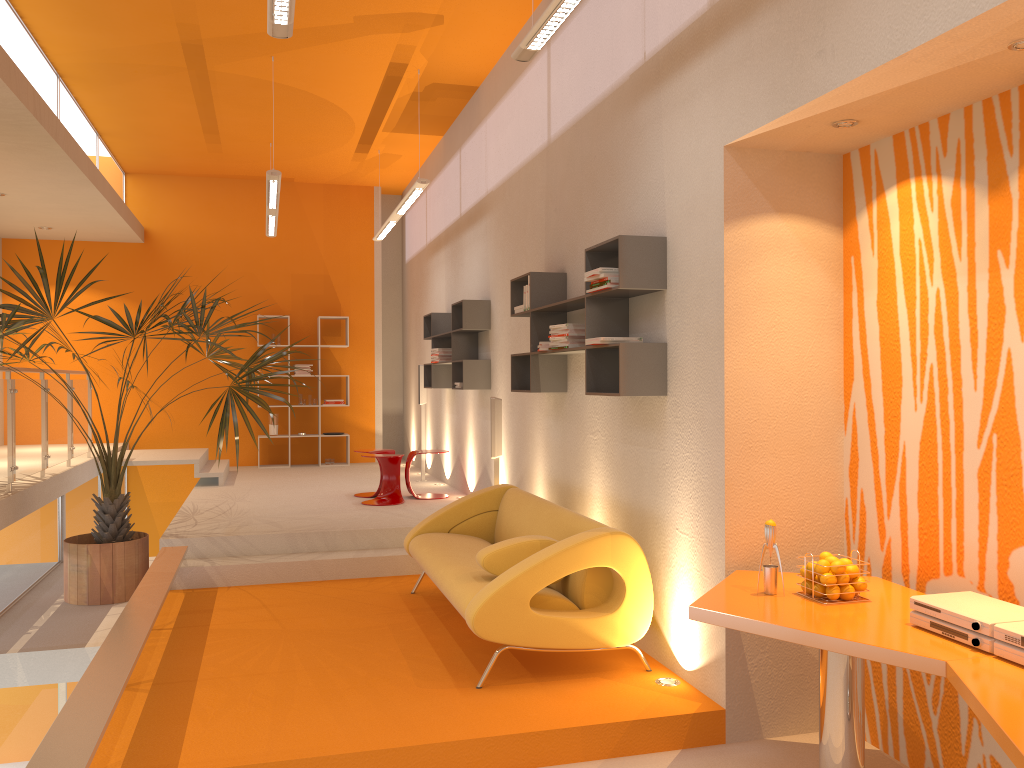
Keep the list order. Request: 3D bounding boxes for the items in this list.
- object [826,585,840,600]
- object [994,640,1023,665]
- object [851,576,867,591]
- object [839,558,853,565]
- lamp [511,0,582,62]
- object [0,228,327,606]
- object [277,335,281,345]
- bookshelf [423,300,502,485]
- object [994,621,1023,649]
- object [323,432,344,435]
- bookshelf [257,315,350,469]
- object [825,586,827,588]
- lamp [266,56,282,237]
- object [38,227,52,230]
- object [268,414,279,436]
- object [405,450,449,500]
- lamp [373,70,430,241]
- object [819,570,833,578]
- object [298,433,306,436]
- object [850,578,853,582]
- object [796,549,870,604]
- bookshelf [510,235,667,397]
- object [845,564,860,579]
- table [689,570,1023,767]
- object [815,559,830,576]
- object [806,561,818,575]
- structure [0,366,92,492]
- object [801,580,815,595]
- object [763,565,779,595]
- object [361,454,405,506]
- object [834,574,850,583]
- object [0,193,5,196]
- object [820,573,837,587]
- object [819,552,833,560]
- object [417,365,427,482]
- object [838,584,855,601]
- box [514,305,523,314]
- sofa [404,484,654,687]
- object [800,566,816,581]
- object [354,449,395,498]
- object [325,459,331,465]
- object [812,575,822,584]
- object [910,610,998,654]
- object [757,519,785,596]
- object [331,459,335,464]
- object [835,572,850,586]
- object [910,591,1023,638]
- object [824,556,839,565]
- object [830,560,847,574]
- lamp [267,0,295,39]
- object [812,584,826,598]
[{"bbox_3d":[1.191,0.772,3.290,0.052,0.057,0.060,0,0,21],"label":"object"},{"bbox_3d":[1.593,0.785,2.499,0.250,0.049,0.349,0,0,-16],"label":"object"},{"bbox_3d":[1.301,0.750,3.323,0.052,0.054,0.061,0,0,-4],"label":"object"},{"bbox_3d":[1.273,0.692,3.391,0.063,0.053,0.051,0,0,32],"label":"object"},{"bbox_3d":[0.478,-2.203,3.119,0.120,1.052,3.195,0,0,-16],"label":"lamp"},{"bbox_3d":[-2.984,0.273,6.830,3.098,2.600,3.241,0,0,-7],"label":"object"},{"bbox_3d":[-3.179,2.055,8.380,0.351,5.384,6.779,0,0,4],"label":"object"},{"bbox_3d":[-0.413,0.333,8.100,0.322,2.145,3.370,0,0,-14],"label":"bookshelf"},{"bbox_3d":[1.587,0.736,2.498,0.262,0.049,0.349,0,0,-16],"label":"object"},{"bbox_3d":[-2.409,0.673,11.981,0.294,0.020,0.294,0,0,24],"label":"object"},{"bbox_3d":[-1.747,1.398,11.251,3.516,4.600,1.107,0,0,32],"label":"bookshelf"},{"bbox_3d":[1.218,0.780,3.407,0.050,0.055,0.061,0,0,-25],"label":"object"},{"bbox_3d":[-2.368,-2.214,8.751,0.120,1.052,3.195,0,0,-16],"label":"lamp"},{"bbox_3d":[-5.473,-1.847,10.394,0.143,0.059,0.143,0,0,-44],"label":"object"},{"bbox_3d":[-3.168,0.542,11.781,0.129,0.291,0.129,0,0,12],"label":"object"},{"bbox_3d":[-0.826,0.880,8.663,0.420,0.450,0.391,0,0,-16],"label":"object"},{"bbox_3d":[-1.184,-2.220,9.081,0.120,1.052,3.195,0,0,-16],"label":"lamp"},{"bbox_3d":[1.183,0.723,3.340,0.051,0.053,0.064,0,0,22],"label":"object"},{"bbox_3d":[-2.798,0.668,11.815,0.105,0.035,0.106,0,0,28],"label":"object"},{"bbox_3d":[1.279,0.743,3.389,0.051,0.055,0.061,0,0,-1],"label":"object"},{"bbox_3d":[1.216,0.720,3.365,0.207,0.174,0.189,0,0,-16],"label":"object"},{"bbox_3d":[0.380,-0.337,5.330,0.252,0.790,2.000,0,0,-16],"label":"bookshelf"},{"bbox_3d":[1.276,0.704,3.332,0.053,0.052,0.061,0,0,33],"label":"object"},{"bbox_3d":[1.327,1.190,2.612,0.969,0.760,2.573,0,0,-16],"label":"table"},{"bbox_3d":[1.161,0.685,3.310,0.057,0.060,0.052,0,0,8],"label":"object"},{"bbox_3d":[1.146,0.698,3.362,0.053,0.051,0.063,0,0,-25],"label":"object"},{"bbox_3d":[-3.006,0.334,3.950,0.195,0.900,11.050,0,0,-16],"label":"structure"},{"bbox_3d":[1.135,0.777,3.392,0.053,0.053,0.061,0,0,-26],"label":"object"},{"bbox_3d":[0.997,0.755,3.418,0.060,0.106,0.060,0,0,17],"label":"object"},{"bbox_3d":[-1.200,0.883,8.272,0.391,0.450,0.420,0,0,14],"label":"object"},{"bbox_3d":[1.253,0.739,3.372,0.062,0.053,0.051,0,0,27],"label":"object"},{"bbox_3d":[-4.950,-1.841,8.516,0.143,0.059,0.143,0,0,-44],"label":"object"},{"bbox_3d":[1.172,0.725,3.284,0.063,0.051,0.053,0,0,-12],"label":"object"},{"bbox_3d":[1.220,0.679,3.431,0.059,0.060,0.050,0,0,19],"label":"object"},{"bbox_3d":[-1.025,0.442,10.036,0.116,1.317,0.111,0,0,-19],"label":"object"},{"bbox_3d":[1.246,0.777,3.317,0.074,0.063,0.064,0,0,40],"label":"object"},{"bbox_3d":[0.158,-0.511,6.103,0.232,0.047,0.232,0,0,-16],"label":"box"},{"bbox_3d":[-0.020,1.056,5.178,0.929,0.706,2.081,0,0,-16],"label":"sofa"},{"bbox_3d":[1.136,0.726,3.402,0.053,0.055,0.060,0,0,-27],"label":"object"},{"bbox_3d":[-1.359,0.882,8.799,0.420,0.450,0.391,0,0,44],"label":"object"},{"bbox_3d":[-0.419,2.364,7.132,0.129,2.692,10.507,0,0,-23],"label":"object"},{"bbox_3d":[1.177,0.757,3.420,0.052,0.053,0.062,0,0,-34],"label":"object"},{"bbox_3d":[1.492,0.784,2.840,0.262,0.049,0.349,0,0,-16],"label":"object"},{"bbox_3d":[1.006,0.664,3.407,0.088,0.288,0.101,0,0,44],"label":"object"},{"bbox_3d":[-0.048,2.370,5.873,0.102,2.685,13.193,0,0,-21],"label":"object"},{"bbox_3d":[1.229,0.726,3.308,0.052,0.053,0.062,0,0,-9],"label":"object"},{"bbox_3d":[1.492,0.735,2.840,0.262,0.049,0.349,0,0,-16],"label":"object"},{"bbox_3d":[1.212,0.678,3.355,0.063,0.053,0.051,0,0,21],"label":"object"},{"bbox_3d":[1.212,0.681,3.295,0.063,0.051,0.053,0,0,-23],"label":"object"},{"bbox_3d":[-0.706,-2.196,2.789,0.120,1.052,3.195,0,0,-16],"label":"lamp"},{"bbox_3d":[1.157,0.778,3.337,0.061,0.053,0.053,0,0,-28],"label":"object"}]
